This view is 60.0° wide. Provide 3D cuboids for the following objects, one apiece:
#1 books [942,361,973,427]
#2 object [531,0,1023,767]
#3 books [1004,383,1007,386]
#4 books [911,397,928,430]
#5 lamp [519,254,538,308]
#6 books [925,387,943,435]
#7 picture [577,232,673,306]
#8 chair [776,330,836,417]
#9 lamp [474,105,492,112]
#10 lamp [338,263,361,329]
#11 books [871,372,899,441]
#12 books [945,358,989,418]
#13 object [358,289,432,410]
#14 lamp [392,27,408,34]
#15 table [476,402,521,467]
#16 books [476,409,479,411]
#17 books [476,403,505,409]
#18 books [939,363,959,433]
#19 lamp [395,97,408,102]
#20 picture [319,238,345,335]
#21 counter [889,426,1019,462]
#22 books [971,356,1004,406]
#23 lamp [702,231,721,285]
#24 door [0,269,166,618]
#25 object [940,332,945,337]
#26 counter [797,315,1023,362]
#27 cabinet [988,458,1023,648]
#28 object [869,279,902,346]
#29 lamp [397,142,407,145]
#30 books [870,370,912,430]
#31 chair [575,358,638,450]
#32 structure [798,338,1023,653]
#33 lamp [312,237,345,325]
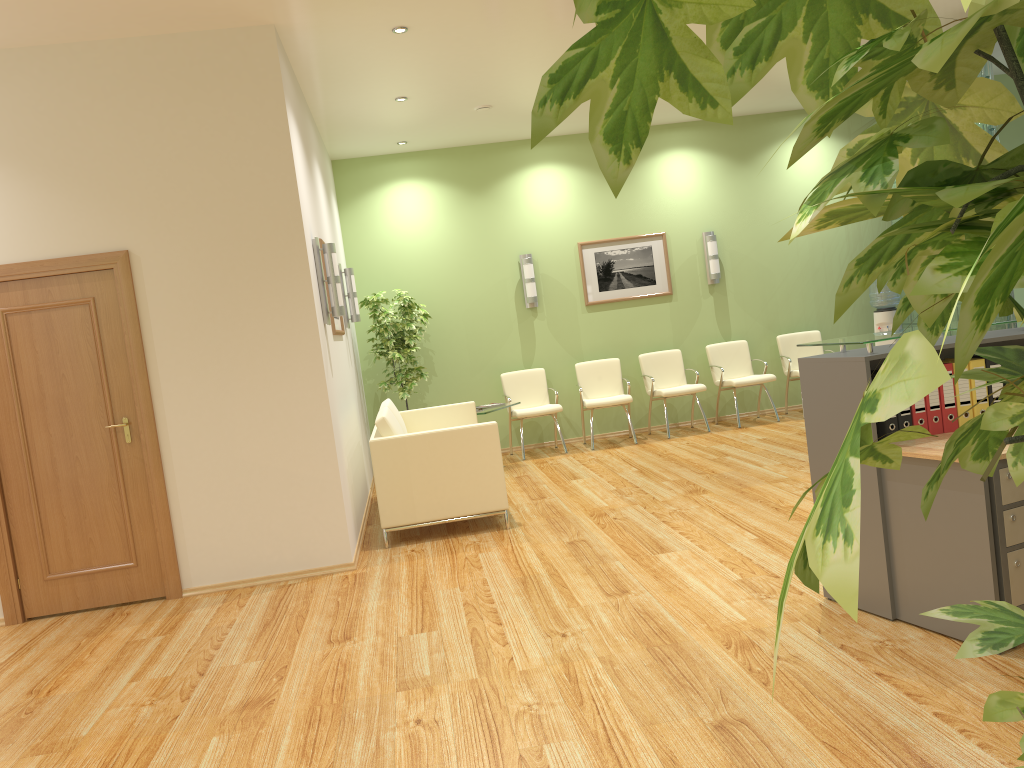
[{"bbox_3d":[1.836,0.045,3.755,0.062,0.282,0.233,-8,4,-12],"label":"books"},{"bbox_3d":[0.484,0.347,0.390,0.916,1.905,0.649,-9,4,-18],"label":"object"},{"bbox_3d":[2.049,0.017,3.748,0.062,0.282,0.233,-8,4,-7],"label":"books"},{"bbox_3d":[1.653,0.070,3.737,0.063,0.282,0.231,-8,4,-6],"label":"books"},{"bbox_3d":[0.189,-1.120,9.618,0.134,0.580,0.142,-8,4,-6],"label":"lamp"},{"bbox_3d":[1.717,0.061,3.746,0.063,0.282,0.231,-8,4,-6],"label":"books"},{"bbox_3d":[1.256,-1.273,9.797,1.000,0.700,0.025,-8,4,-6],"label":"picture"},{"bbox_3d":[3.254,-0.121,9.638,0.536,0.881,0.650,-8,4,-1],"label":"chair"},{"bbox_3d":[-0.259,-2.476,7.990,0.167,0.024,0.167,-4,5,44],"label":"lamp"},{"bbox_3d":[-1.458,-0.790,7.934,0.142,0.580,0.134,-8,4,-6],"label":"lamp"},{"bbox_3d":[1.510,0.091,3.703,0.063,0.282,0.231,-8,4,-11],"label":"books"},{"bbox_3d":[1.906,0.036,3.755,0.062,0.282,0.233,-8,4,-12],"label":"books"},{"bbox_3d":[-1.083,-0.021,8.997,0.668,1.900,0.943,-7,4,2],"label":"object"},{"bbox_3d":[-0.718,-2.268,5.689,0.105,0.011,0.105,-6,4,27],"label":"lamp"},{"bbox_3d":[-0.363,0.554,8.694,0.736,0.614,0.736,-5,4,29],"label":"table"},{"bbox_3d":[-0.493,0.256,8.540,0.230,0.031,0.328,-9,4,-26],"label":"books"},{"bbox_3d":[-0.263,0.212,8.740,0.328,0.031,0.230,-10,4,-31],"label":"books"},{"bbox_3d":[1.792,0.051,3.753,0.063,0.282,0.231,-8,4,-1],"label":"books"},{"bbox_3d":[-0.915,-2.352,7.333,0.105,0.011,0.105,-6,4,27],"label":"lamp"},{"bbox_3d":[-1.393,-0.730,6.906,0.025,0.700,1.000,-8,4,-6],"label":"picture"},{"bbox_3d":[2.764,0.159,2.495,1.723,0.018,3.444,-9,4,-21],"label":"counter"},{"bbox_3d":[1.981,0.026,3.752,0.062,0.282,0.233,-8,4,-7],"label":"books"},{"bbox_3d":[2.224,-1.404,9.847,0.134,0.580,0.142,-8,4,-6],"label":"lamp"},{"bbox_3d":[-2.642,0.362,5.292,0.823,2.001,0.098,-8,4,-6],"label":"door"},{"bbox_3d":[4.185,-0.590,8.723,0.219,0.459,0.201,-6,4,23],"label":"object"},{"bbox_3d":[2.765,-0.242,2.489,1.837,0.078,3.674,-9,4,-21],"label":"counter"},{"bbox_3d":[1.856,0.575,3.430,0.463,0.692,0.502,-9,4,-21],"label":"cabinet"},{"bbox_3d":[3.982,-0.515,9.371,0.353,1.506,0.353,-7,4,1],"label":"object"},{"bbox_3d":[-1.112,-2.436,8.978,0.105,0.011,0.105,-6,4,20],"label":"lamp"},{"bbox_3d":[1.576,0.082,3.720,0.063,0.282,0.231,-8,4,-11],"label":"books"},{"bbox_3d":[0.989,0.194,9.386,0.536,0.881,0.650,-8,4,-1],"label":"chair"},{"bbox_3d":[2.839,0.315,2.527,1.837,1.049,3.673,-9,4,-21],"label":"structure"},{"bbox_3d":[-1.212,-0.685,5.883,0.142,0.580,0.134,-8,4,-6],"label":"lamp"}]
